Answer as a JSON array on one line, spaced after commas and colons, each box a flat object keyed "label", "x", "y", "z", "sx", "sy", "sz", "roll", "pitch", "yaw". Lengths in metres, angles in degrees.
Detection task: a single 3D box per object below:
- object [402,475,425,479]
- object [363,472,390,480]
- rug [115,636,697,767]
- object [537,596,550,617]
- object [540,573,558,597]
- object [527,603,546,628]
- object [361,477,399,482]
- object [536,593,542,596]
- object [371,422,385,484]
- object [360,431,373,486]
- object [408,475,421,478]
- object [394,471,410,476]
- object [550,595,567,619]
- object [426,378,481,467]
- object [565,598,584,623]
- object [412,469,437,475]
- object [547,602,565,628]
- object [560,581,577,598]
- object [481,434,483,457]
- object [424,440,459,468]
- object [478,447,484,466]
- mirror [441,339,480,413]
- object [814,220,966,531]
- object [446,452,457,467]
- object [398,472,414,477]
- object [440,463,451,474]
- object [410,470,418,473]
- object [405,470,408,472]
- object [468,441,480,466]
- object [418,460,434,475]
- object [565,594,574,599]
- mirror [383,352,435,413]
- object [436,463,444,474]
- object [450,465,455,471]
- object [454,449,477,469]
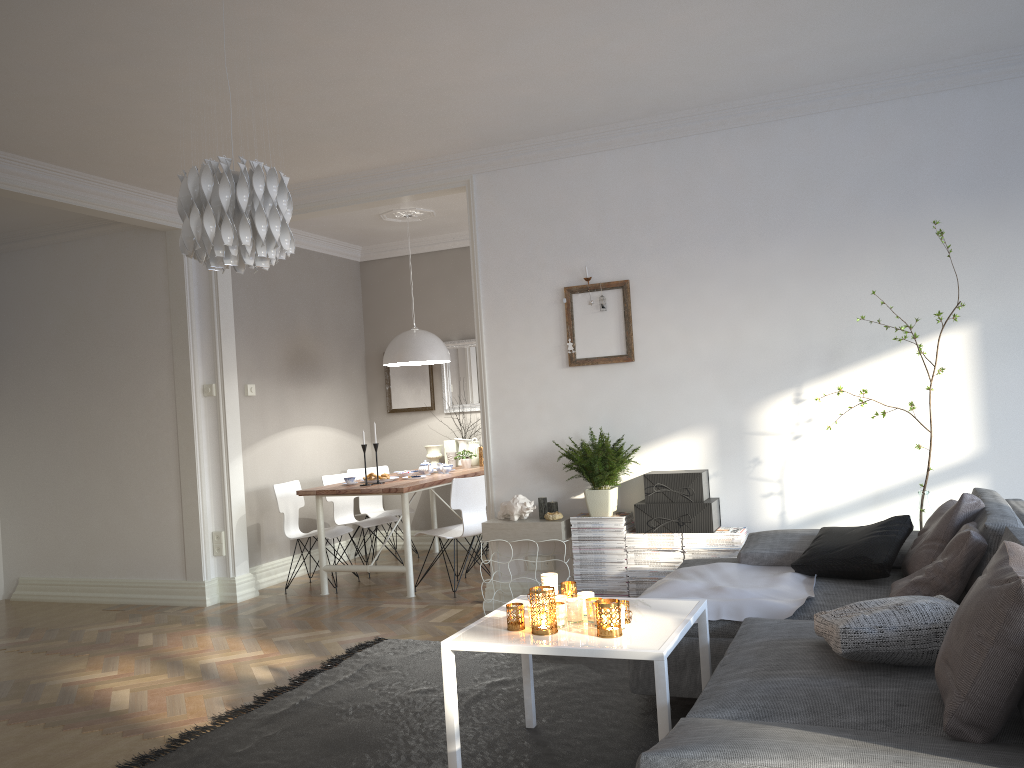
[{"label": "object", "x": -0.728, "y": 0.697, "z": 6.603, "sx": 0.180, "sy": 0.014, "sz": 0.180, "roll": -3, "pitch": -2, "yaw": -12}, {"label": "object", "x": -1.004, "y": 0.685, "z": 6.564, "sx": 0.197, "sy": 0.063, "sz": 0.188, "roll": -4, "pitch": -1, "yaw": -7}, {"label": "rug", "x": -0.191, "y": 1.327, "z": 3.581, "sx": 2.112, "sy": 0.055, "sz": 2.015, "roll": -4, "pitch": -2, "yaw": 22}, {"label": "object", "x": 0.112, "y": 0.763, "z": 3.057, "sx": 0.060, "sy": 0.073, "sz": 0.060, "roll": -4, "pitch": -1, "yaw": 2}, {"label": "object", "x": 0.129, "y": 0.688, "z": 3.035, "sx": 0.060, "sy": 0.073, "sz": 0.060, "roll": -4, "pitch": -1, "yaw": 38}, {"label": "object", "x": 0.082, "y": 0.760, "z": 2.907, "sx": 0.060, "sy": 0.073, "sz": 0.060, "roll": -4, "pitch": -1, "yaw": 11}, {"label": "object", "x": -0.979, "y": 0.709, "z": 6.565, "sx": 0.287, "sy": 0.019, "sz": 0.287, "roll": -4, "pitch": -2, "yaw": 10}, {"label": "object", "x": 0.112, "y": 0.760, "z": 3.057, "sx": 0.056, "sy": 0.066, "sz": 0.056, "roll": -3, "pitch": -1, "yaw": -16}, {"label": "object", "x": -0.968, "y": 0.487, "z": 6.325, "sx": 0.095, "sy": 0.448, "sz": 0.095, "roll": -4, "pitch": -1, "yaw": 18}, {"label": "object", "x": -1.036, "y": 0.516, "z": 6.239, "sx": 0.095, "sy": 0.396, "sz": 0.095, "roll": -4, "pitch": -1, "yaw": 18}, {"label": "object", "x": -0.726, "y": 0.693, "z": 6.592, "sx": 0.100, "sy": 0.025, "sz": 0.066, "roll": -4, "pitch": -1, "yaw": 0}, {"label": "object", "x": -0.857, "y": 0.702, "z": 6.927, "sx": 0.129, "sy": 0.038, "sz": 0.129, "roll": -4, "pitch": -2, "yaw": 28}, {"label": "object", "x": 0.160, "y": 0.758, "z": 3.011, "sx": 0.060, "sy": 0.073, "sz": 0.060, "roll": -4, "pitch": -1, "yaw": 2}, {"label": "object", "x": -0.399, "y": 0.320, "z": 7.643, "sx": 0.698, "sy": 0.781, "sz": 0.352, "roll": -4, "pitch": -1, "yaw": 5}, {"label": "object", "x": 0.210, "y": 0.753, "z": 2.950, "sx": 0.060, "sy": 0.073, "sz": 0.060, "roll": -3, "pitch": -1, "yaw": -22}, {"label": "object", "x": -0.729, "y": 0.708, "z": 7.118, "sx": 0.287, "sy": 0.019, "sz": 0.287, "roll": -4, "pitch": -2, "yaw": -5}, {"label": "object", "x": 0.147, "y": 0.756, "z": 2.906, "sx": 0.060, "sy": 0.073, "sz": 0.060, "roll": -4, "pitch": -1, "yaw": 11}, {"label": "object", "x": 0.206, "y": 0.758, "z": 3.203, "sx": 0.060, "sy": 0.079, "sz": 0.060, "roll": -4, "pitch": -1, "yaw": 17}, {"label": "object", "x": -0.227, "y": 0.551, "z": 7.705, "sx": 0.091, "sy": 0.301, "sz": 0.091, "roll": -3, "pitch": -1, "yaw": -24}, {"label": "object", "x": -0.617, "y": 0.614, "z": 7.782, "sx": 0.310, "sy": 0.228, "sz": 0.173, "roll": -3, "pitch": -1, "yaw": -24}, {"label": "object", "x": -0.234, "y": 0.615, "z": 7.538, "sx": 0.095, "sy": 0.163, "sz": 0.095, "roll": -3, "pitch": -1, "yaw": -28}, {"label": "mirror", "x": -0.366, "y": -0.075, "z": 7.802, "sx": 0.544, "sy": 0.632, "sz": 0.047, "roll": -4, "pitch": -1, "yaw": 23}, {"label": "object", "x": 1.782, "y": 0.070, "z": 4.163, "sx": 0.775, "sy": 1.674, "sz": 0.340, "roll": -3, "pitch": -1, "yaw": -18}, {"label": "object", "x": -0.518, "y": 0.653, "z": 7.656, "sx": 0.094, "sy": 0.132, "sz": 0.097, "roll": -4, "pitch": -1, "yaw": -11}, {"label": "object", "x": -0.808, "y": 0.694, "z": 6.765, "sx": 0.129, "sy": 0.038, "sz": 0.129, "roll": -4, "pitch": -2, "yaw": 23}, {"label": "object", "x": -0.516, "y": 0.655, "z": 6.897, "sx": 0.090, "sy": 0.086, "sz": 0.090, "roll": -3, "pitch": -1, "yaw": -23}, {"label": "object", "x": -0.731, "y": 0.704, "z": 7.122, "sx": 0.194, "sy": 0.022, "sz": 0.201, "roll": -5, "pitch": -2, "yaw": 43}, {"label": "object", "x": -0.831, "y": 0.681, "z": 6.934, "sx": 0.020, "sy": 0.003, "sz": 0.194, "roll": -3, "pitch": -2, "yaw": -10}, {"label": "object", "x": -0.320, "y": 0.600, "z": 7.614, "sx": 0.114, "sy": 0.209, "sz": 0.112, "roll": -4, "pitch": -1, "yaw": 23}, {"label": "object", "x": -0.668, "y": 0.648, "z": 6.881, "sx": 0.143, "sy": 0.118, "sz": 0.124, "roll": -4, "pitch": -1, "yaw": 27}, {"label": "object", "x": 0.193, "y": 0.766, "z": 3.083, "sx": 0.052, "sy": 0.058, "sz": 0.050, "roll": -4, "pitch": -1, "yaw": -8}, {"label": "mirror", "x": -0.930, "y": -0.026, "z": 8.034, "sx": 0.474, "sy": 0.557, "sz": 0.052, "roll": -4, "pitch": -1, "yaw": 23}, {"label": "object", "x": -0.564, "y": 0.661, "z": 6.984, "sx": 0.072, "sy": 0.086, "sz": 0.086, "roll": -3, "pitch": -1, "yaw": -12}, {"label": "object", "x": -0.515, "y": 0.677, "z": 7.144, "sx": 0.116, "sy": 0.056, "sz": 0.116, "roll": -4, "pitch": -1, "yaw": -5}, {"label": "object", "x": -0.384, "y": 0.622, "z": 7.411, "sx": 0.178, "sy": 0.162, "sz": 0.169, "roll": -3, "pitch": -1, "yaw": -27}]
